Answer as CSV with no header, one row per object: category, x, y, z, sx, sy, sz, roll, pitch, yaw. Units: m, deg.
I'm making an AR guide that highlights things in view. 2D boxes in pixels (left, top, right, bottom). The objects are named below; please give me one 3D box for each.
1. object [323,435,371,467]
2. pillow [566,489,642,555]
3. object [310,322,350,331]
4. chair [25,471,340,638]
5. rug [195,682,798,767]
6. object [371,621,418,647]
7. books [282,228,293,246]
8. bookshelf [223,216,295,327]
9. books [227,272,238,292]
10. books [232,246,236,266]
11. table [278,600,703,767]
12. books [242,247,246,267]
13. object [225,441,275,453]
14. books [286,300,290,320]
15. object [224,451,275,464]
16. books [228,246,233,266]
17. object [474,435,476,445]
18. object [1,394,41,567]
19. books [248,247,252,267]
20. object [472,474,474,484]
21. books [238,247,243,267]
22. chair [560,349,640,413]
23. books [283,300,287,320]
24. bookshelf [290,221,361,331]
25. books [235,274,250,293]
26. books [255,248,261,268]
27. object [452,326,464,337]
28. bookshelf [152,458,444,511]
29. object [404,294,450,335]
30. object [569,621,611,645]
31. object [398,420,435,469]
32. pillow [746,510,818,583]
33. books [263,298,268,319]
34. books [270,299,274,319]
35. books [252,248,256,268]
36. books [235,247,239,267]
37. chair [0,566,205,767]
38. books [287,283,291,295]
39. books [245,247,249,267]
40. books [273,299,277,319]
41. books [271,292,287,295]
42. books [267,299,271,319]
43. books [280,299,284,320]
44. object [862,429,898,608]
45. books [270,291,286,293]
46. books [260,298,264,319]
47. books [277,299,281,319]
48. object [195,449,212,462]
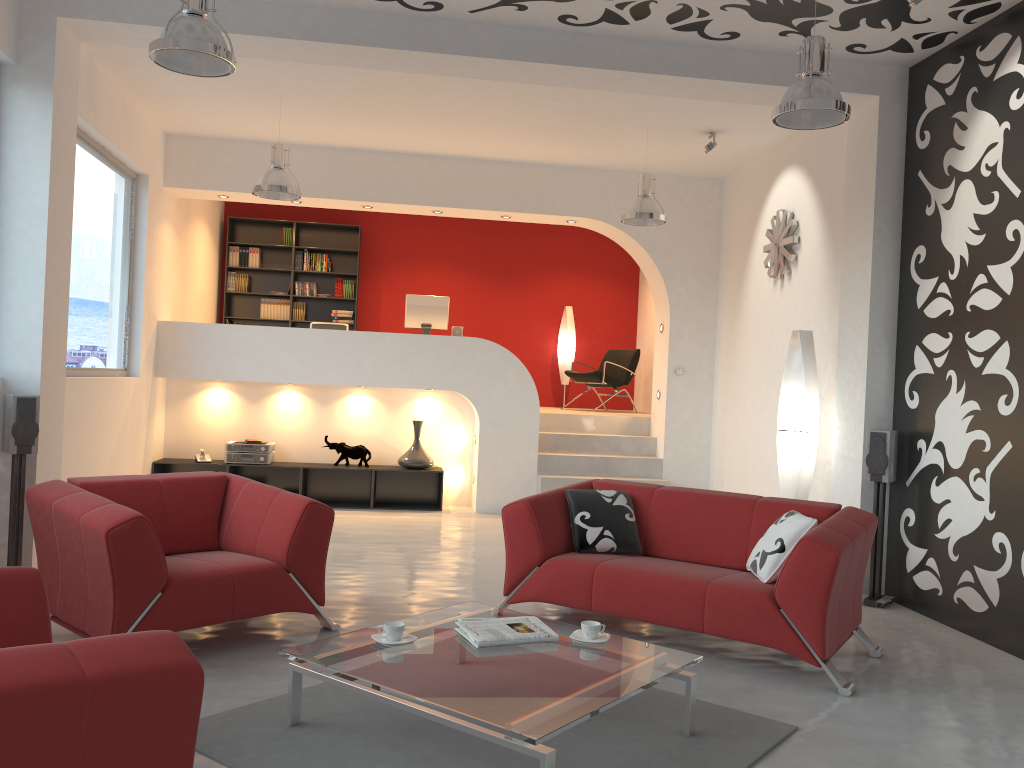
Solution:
object,-1.655,0.672,8.884,0.507,0.296,0.191,3,0,8
pillow,0.518,0.777,5.018,0.402,0.343,0.288,3,0,-15
object,-1.908,-0.528,9.318,0.397,0.217,0.458,3,0,-8
chair,-1.614,0.857,4.357,0.951,0.738,1.288,3,0,42
rug,-0.064,1.295,3.322,1.700,0.025,1.700,3,0,37
object,-0.450,0.954,3.398,0.153,0.069,0.153,3,0,-41
books,-2.859,-1.863,11.348,0.146,0.240,0.170,3,0,-8
bookshelf,-3.211,-0.967,11.263,0.816,2.213,0.305,3,0,-8
books,-3.547,-1.285,11.259,0.090,0.256,0.181,3,0,-8
books,-3.513,-1.602,11.249,0.040,0.260,0.200,3,0,-8
table,-0.065,1.150,3.312,1.162,0.286,1.097,3,0,37
books,-3.393,-1.596,11.266,0.040,0.260,0.200,3,0,-8
object,-2.578,0.619,8.738,0.430,0.077,0.349,3,0,-8
books,-2.850,-0.938,11.345,0.040,0.260,0.200,3,0,-8
object,-2.581,0.717,8.730,0.430,0.100,0.365,3,0,-8
books,-3.553,-1.604,11.244,0.040,0.260,0.200,3,0,-8
object,-0.378,0.575,9.112,0.011,0.105,0.105,3,0,-8
object,-2.773,0.615,4.973,0.214,1.112,0.229,3,0,-43
books,-3.312,-1.592,11.277,0.040,0.260,0.200,3,0,-8
object,-0.396,0.974,9.113,0.011,0.105,0.105,3,0,-8
books,-3.433,-1.598,11.260,0.040,0.260,0.200,3,0,-8
chair,1.107,-0.059,11.026,0.768,0.795,0.664,3,0,-33
books,-2.890,-0.940,11.339,0.040,0.260,0.200,3,0,-8
bookshelf,-2.403,-0.930,11.373,0.816,2.213,0.305,3,0,-8
books,-3.428,-1.271,11.275,0.146,0.240,0.170,3,0,-8
books,-3.232,-1.589,11.288,0.040,0.260,0.200,3,0,-8
object,-0.589,-0.541,9.467,0.133,0.147,0.151,3,0,-24
bookshelf,-2.079,0.999,8.804,2.764,0.397,0.405,3,0,-8
object,-0.901,-0.707,9.373,0.458,0.452,0.230,3,0,-8
object,0.313,0.989,3.540,0.153,0.069,0.153,3,0,19
object,-0.960,0.611,8.954,0.369,0.481,0.369,3,0,-43
pillow,1.358,0.817,4.481,0.288,0.343,0.402,3,0,0
books,-3.131,-0.951,11.307,0.040,0.260,0.200,3,0,-8
books,-3.051,-0.947,11.317,0.040,0.260,0.200,3,0,-8
books,-3.272,-1.591,11.282,0.040,0.260,0.200,3,0,-8
books,-3.473,-1.600,11.255,0.040,0.260,0.200,3,0,-8
chair,-1.432,0.869,2.102,1.288,0.738,0.951,3,0,42
books,-2.847,-1.217,11.363,0.063,0.187,0.135,3,0,-8
books,-3.353,-1.594,11.271,0.040,0.260,0.200,3,0,-8
books,-3.010,-0.945,11.323,0.040,0.260,0.200,3,0,-8
books,-2.974,-1.152,11.346,0.190,0.015,0.135,3,0,-8
books,-3.091,-0.949,11.312,0.040,0.260,0.200,3,0,-8
books,-2.930,-0.942,11.334,0.040,0.260,0.200,3,0,-8
object,2.348,0.851,5.680,0.214,1.112,0.229,3,0,37
books,-2.992,-1.168,11.344,0.190,0.015,0.135,3,0,-8
books,-3.171,-0.953,11.301,0.040,0.260,0.200,3,0,-8
books,-2.971,-0.944,11.328,0.040,0.260,0.200,3,0,-8
object,-2.992,0.690,8.595,0.130,0.117,0.146,3,0,-32
